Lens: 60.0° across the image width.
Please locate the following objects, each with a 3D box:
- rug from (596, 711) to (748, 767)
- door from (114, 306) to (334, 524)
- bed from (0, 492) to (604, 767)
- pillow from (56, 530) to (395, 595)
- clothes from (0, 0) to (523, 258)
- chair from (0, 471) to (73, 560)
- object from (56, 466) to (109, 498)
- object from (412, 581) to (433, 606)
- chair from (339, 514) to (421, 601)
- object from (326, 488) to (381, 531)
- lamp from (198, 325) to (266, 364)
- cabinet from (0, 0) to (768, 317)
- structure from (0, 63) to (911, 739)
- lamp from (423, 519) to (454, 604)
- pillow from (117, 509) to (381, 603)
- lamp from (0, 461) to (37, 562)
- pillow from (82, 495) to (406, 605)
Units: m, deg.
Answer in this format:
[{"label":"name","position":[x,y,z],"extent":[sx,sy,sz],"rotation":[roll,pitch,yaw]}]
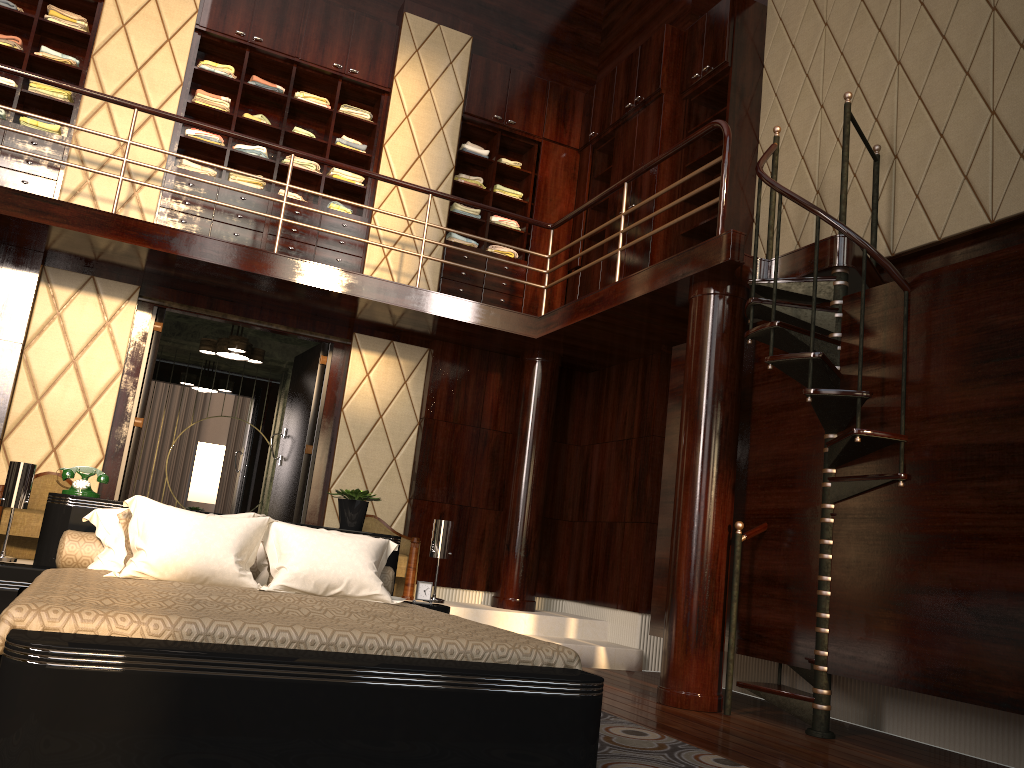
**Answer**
[{"label":"rug","position":[-0.716,1.114,2.929],"extent":[2.910,0.006,3.735],"rotation":[12,-13,-23]},{"label":"door","position":[-2.253,0.485,6.595],"extent":[1.435,1.820,0.828],"rotation":[12,-13,-24]},{"label":"bed","position":[-0.849,0.784,3.046],"extent":[1.985,0.660,2.381],"rotation":[12,-13,-23]},{"label":"pillow","position":[-1.182,0.788,3.808],"extent":[1.396,0.167,0.173],"rotation":[12,-13,-23]},{"label":"clothes","position":[-2.180,-1.944,6.650],"extent":[4.996,0.954,0.818],"rotation":[14,-13,-30]},{"label":"chair","position":[-2.829,0.794,5.341],"extent":[0.571,0.550,0.462],"rotation":[12,-13,-23]},{"label":"object","position":[-1.860,0.421,3.841],"extent":[0.178,0.131,0.158],"rotation":[0,-13,28]},{"label":"object","position":[-0.405,0.959,4.065],"extent":[0.088,0.103,0.034],"rotation":[10,-12,-15]},{"label":"chair","position":[-0.963,1.182,6.153],"extent":[0.571,0.550,0.462],"rotation":[12,-13,-23]},{"label":"object","position":[-0.772,0.611,4.317],"extent":[0.256,0.205,0.241],"rotation":[17,-15,-41]},{"label":"lamp","position":[-2.260,-0.393,7.116],"extent":[0.467,0.347,0.515],"rotation":[5,-12,6]},{"label":"cabinet","position":[-1.491,-1.925,6.164],"extent":[6.767,2.432,2.576],"rotation":[12,-13,-23]},{"label":"structure","position":[-1.184,-0.228,4.646],"extent":[6.107,3.189,3.750],"rotation":[12,-13,-23]},{"label":"lamp","position":[-0.351,0.847,4.244],"extent":[0.106,0.385,0.109],"rotation":[10,-12,-16]},{"label":"pillow","position":[-1.002,0.697,3.527],"extent":[1.123,0.271,0.293],"rotation":[12,-12,-22]},{"label":"lamp","position":[-1.971,0.503,3.502],"extent":[0.106,0.385,0.109],"rotation":[10,-12,-16]},{"label":"pillow","position":[-1.032,0.671,3.545],"extent":[1.322,0.320,0.685],"rotation":[11,-12,-22]}]
